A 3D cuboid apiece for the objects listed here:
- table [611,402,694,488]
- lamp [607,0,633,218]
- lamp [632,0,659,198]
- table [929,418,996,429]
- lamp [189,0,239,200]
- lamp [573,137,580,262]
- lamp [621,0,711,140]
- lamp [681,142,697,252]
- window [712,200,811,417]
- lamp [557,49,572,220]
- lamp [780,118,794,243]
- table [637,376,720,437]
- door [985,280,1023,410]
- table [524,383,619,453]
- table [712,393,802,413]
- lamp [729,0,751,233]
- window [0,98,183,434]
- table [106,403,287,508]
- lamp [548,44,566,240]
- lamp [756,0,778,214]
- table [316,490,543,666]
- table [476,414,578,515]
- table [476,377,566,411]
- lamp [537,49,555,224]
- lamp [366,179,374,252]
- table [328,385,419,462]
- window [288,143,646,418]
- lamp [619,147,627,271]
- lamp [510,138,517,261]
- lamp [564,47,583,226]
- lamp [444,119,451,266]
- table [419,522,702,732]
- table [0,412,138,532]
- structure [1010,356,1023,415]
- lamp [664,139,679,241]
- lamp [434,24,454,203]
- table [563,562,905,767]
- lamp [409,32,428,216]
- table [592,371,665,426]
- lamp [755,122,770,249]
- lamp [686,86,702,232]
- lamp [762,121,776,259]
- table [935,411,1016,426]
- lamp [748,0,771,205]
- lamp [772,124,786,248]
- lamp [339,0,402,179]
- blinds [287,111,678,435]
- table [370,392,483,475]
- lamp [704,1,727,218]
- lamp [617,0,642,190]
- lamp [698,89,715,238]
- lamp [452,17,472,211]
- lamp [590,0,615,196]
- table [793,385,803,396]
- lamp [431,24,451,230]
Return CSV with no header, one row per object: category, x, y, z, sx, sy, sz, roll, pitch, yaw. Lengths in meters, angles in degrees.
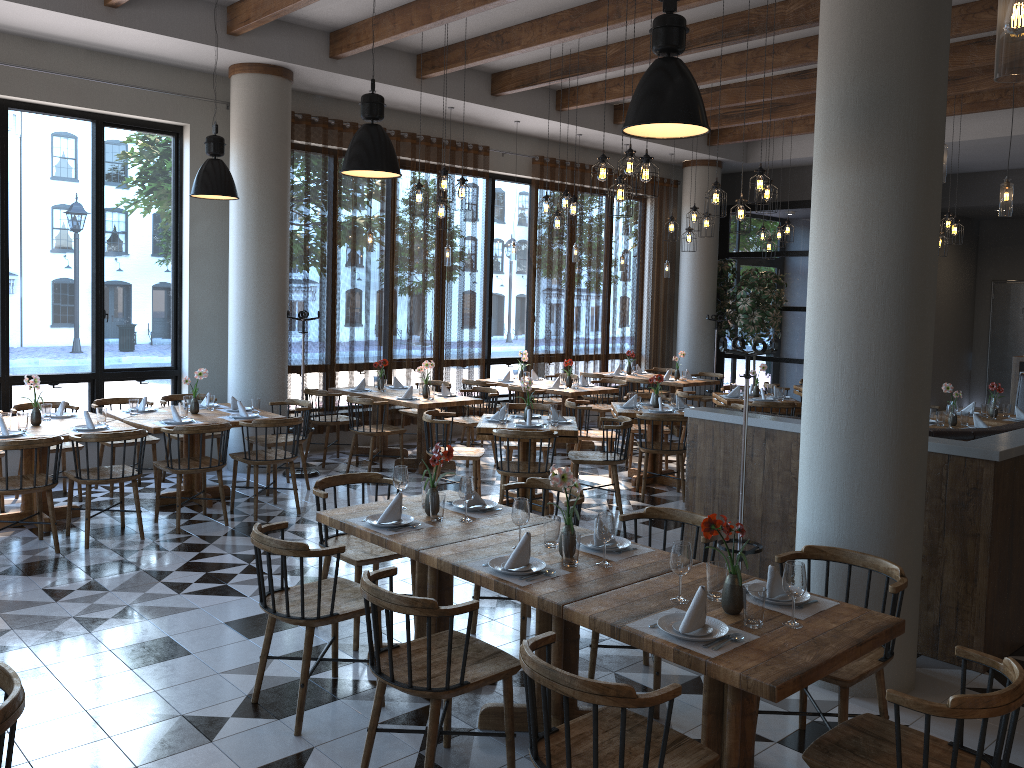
table,1.454,0.625,9.017,0.864,0.762,0.867,2,5,2
lamp,0.819,-2.256,6.433,0.175,2.066,0.175,0,4,-25
lamp,0.979,-2.367,6.269,0.175,2.066,0.175,4,4,32
table,4.086,0.770,8.279,0.851,0.762,0.852,-3,6,-43
lamp,-2.413,-2.455,7.209,0.391,1.860,0.391,3,4,25
lamp,0.895,-2.648,12.082,0.078,1.959,0.078,4,4,37
lamp,0.701,-2.037,3.845,0.391,1.860,0.391,3,4,25
lamp,2.188,-2.649,10.778,0.175,2.066,0.175,4,4,42
window,5.240,-1.272,15.324,2.187,3.540,2.733,-2,5,-43
lamp,0.593,-2.780,9.331,0.175,2.066,0.175,0,4,-24
lamp,3.764,-2.957,11.979,0.175,2.066,0.175,0,4,-30
table,2.286,0.316,12.366,0.851,0.762,0.852,-3,6,-43
door,9.327,-0.686,16.163,0.114,2.388,1.209,-1,5,-43
table,0.702,0.418,10.904,0.851,0.762,0.852,-3,6,-43
table,2.820,0.538,10.278,0.864,0.762,0.867,2,5,2
lamp,2.004,-2.342,7.623,0.175,2.066,0.175,3,3,18
window,-5.248,-0.986,7.571,4.970,3.158,0.365,-3,6,-43
table,-2.763,0.640,7.711,1.215,0.762,1.218,-2,6,-39
lamp,0.495,-2.532,9.131,0.175,2.066,0.175,0,4,-24
lamp,2.221,-2.506,7.579,0.175,2.066,0.175,2,3,7
table,-0.385,1.032,4.404,0.851,0.762,0.852,-3,6,-43
table,0.132,0.710,7.796,0.864,0.762,0.867,2,5,2
table,0.122,0.340,11.531,0.851,0.762,0.852,-3,6,-43
lamp,0.385,-2.727,9.303,0.175,2.066,0.175,-1,4,-35
lamp,-1.559,-2.448,9.819,0.078,1.959,0.078,3,4,23
table,-1.495,0.444,10.038,0.851,0.762,0.852,-3,6,-43
window,-2.774,-1.004,8.434,4.496,3.156,15.163,4,6,24
lamp,1.618,-2.610,12.757,0.078,1.959,0.078,4,4,33
lamp,0.044,-2.559,11.299,0.078,1.959,0.078,-1,4,-35
lamp,0.652,-2.643,8.964,0.175,2.066,0.175,4,4,33
lamp,-0.747,-2.395,10.578,0.078,1.959,0.078,1,3,-3
table,0.193,1.110,3.779,0.851,0.762,0.852,-3,6,-43
table,-3.689,0.700,6.856,1.215,0.762,1.218,-2,6,-39
structure,6.571,0.319,10.806,1.046,1.297,0.646,-2,5,-43
lamp,1.986,-2.793,10.852,0.175,2.066,0.175,2,3,8
lamp,-0.590,-2.677,7.962,0.175,2.066,0.175,4,4,33
table,0.772,1.188,3.154,0.851,0.762,0.852,-3,6,-43
lamp,-0.848,-2.612,8.245,0.175,2.066,0.175,2,3,0
table,1.705,0.238,12.993,0.851,0.762,0.852,-3,6,-43
lamp,3.398,-2.857,11.881,0.175,2.066,0.175,3,4,26
lamp,2.200,-2.856,10.534,0.175,2.066,0.175,4,4,42
lamp,3.536,-2.739,12.058,0.175,2.066,0.175,0,4,-30
table,4.897,0.718,9.028,0.851,0.762,0.852,-3,6,-43
lamp,2.109,-2.548,7.401,0.175,2.066,0.175,3,3,18
lamp,3.709,-2.922,12.183,0.175,2.066,0.175,-1,4,-41
lamp,-0.864,-2.247,5.537,0.391,1.860,0.391,4,4,35
blinds,-0.046,-1.350,12.027,7.271,3.572,0.160,-3,6,-43
table,-0.915,0.522,9.410,0.851,0.762,0.852,-3,6,-43
lamp,1.786,-2.477,7.607,0.175,2.066,0.175,1,3,-15
lamp,0.912,-2.505,6.635,0.175,2.066,0.175,0,4,-25
lamp,2.373,-2.806,10.651,0.175,2.066,0.175,3,4,31
lamp,-0.436,-2.630,8.104,0.175,2.066,0.175,3,4,22
lamp,0.705,-2.450,6.603,0.175,2.066,0.175,-1,4,-36
table,4.201,0.449,11.553,0.864,0.762,0.867,2,5,2
lamp,-0.636,-2.471,8.203,0.175,2.066,0.175,4,4,33
